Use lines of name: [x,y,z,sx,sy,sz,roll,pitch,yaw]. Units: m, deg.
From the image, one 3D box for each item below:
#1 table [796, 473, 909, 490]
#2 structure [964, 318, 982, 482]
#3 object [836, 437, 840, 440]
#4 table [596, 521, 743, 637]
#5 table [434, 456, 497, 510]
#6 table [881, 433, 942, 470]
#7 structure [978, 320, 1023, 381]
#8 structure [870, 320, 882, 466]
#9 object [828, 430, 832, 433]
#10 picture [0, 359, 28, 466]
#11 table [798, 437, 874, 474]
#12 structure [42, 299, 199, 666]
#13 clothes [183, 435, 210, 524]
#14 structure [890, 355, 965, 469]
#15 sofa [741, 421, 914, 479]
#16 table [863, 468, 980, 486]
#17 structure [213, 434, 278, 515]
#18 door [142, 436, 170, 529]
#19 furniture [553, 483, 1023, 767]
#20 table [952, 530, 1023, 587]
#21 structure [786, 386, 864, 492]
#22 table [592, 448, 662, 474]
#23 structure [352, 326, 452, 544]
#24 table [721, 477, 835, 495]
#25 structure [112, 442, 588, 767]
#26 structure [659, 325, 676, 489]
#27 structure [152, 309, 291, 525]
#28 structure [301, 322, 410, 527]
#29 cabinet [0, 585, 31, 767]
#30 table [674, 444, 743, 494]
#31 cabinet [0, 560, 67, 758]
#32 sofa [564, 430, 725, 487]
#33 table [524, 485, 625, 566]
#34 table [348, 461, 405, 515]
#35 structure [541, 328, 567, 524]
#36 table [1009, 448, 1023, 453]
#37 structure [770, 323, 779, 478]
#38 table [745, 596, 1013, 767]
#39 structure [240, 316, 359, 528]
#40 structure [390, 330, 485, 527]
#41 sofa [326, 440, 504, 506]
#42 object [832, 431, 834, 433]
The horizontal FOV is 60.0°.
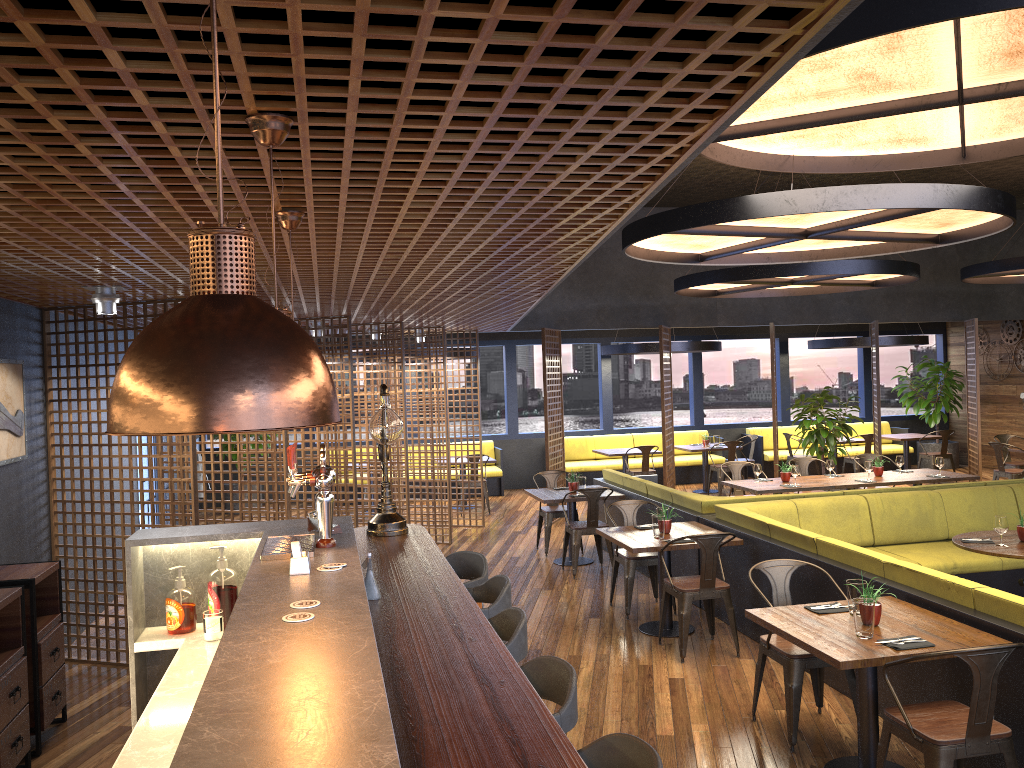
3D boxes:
table: [3.851,1.460,10.104,0.906,0.763,0.887,-2,1,-12]
structure: [7.250,0.336,13.940,0.050,2.700,0.852,-2,1,18]
object: [5.566,0.875,15.173,0.102,0.178,0.102,-2,1,-26]
table: [1.244,1.580,7.101,0.887,0.763,0.906,-2,1,-12]
table: [-0.751,1.569,14.011,0.887,0.763,0.906,-2,1,-12]
table: [6.973,1.295,15.642,0.887,0.763,0.906,-2,1,-12]
structure: [9.046,-0.653,16.389,0.058,1.178,1.791,-2,1,-12]
structure: [5.588,0.395,13.589,0.050,2.700,0.852,-2,1,18]
object: [5.587,0.870,15.532,0.102,0.178,0.102,-2,1,-26]
picture: [-3.331,0.182,5.755,0.028,0.697,1.039,-2,1,-12]
table: [5.605,1.344,15.357,0.906,0.763,0.887,-2,1,-12]
structure: [-2.916,0.754,6.621,1.319,2.700,0.050,-2,1,18]
clothes: [-4.687,1.342,13.142,0.401,1.494,0.423,-2,1,-16]
structure: [8.133,0.530,17.062,1.493,2.184,1.272,-2,1,-12]
sofa: [5.978,1.240,16.774,3.061,0.914,0.966,-2,1,-12]
table: [4.734,1.429,10.295,0.906,0.763,0.887,-2,1,-12]
structure: [-4.379,1.185,14.505,1.166,1.763,0.993,-2,1,-42]
door: [-4.368,0.903,10.828,0.052,2.386,2.441,-2,1,-12]
furniture: [3.883,1.415,7.241,4.895,0.914,7.462,-2,1,-17]
table: [3.699,1.507,6.302,1.007,0.760,1.007,-2,1,26]
structure: [4.423,0.914,12.680,1.166,1.763,0.993,-2,1,-42]
table: [1.889,1.475,14.568,0.887,0.763,0.906,-2,1,-12]
structure: [-1.424,0.654,11.197,1.319,2.700,0.050,-2,1,18]
table: [2.964,1.492,9.916,0.906,0.763,0.887,-2,1,-12]
structure: [-0.982,0.750,1.169,2.700,2.700,9.298,-2,1,-12]
structure: [2.263,0.513,12.887,0.050,2.700,0.852,-2,1,18]
structure: [-2.543,0.729,7.765,1.319,2.700,0.050,-2,1,18]
structure: [-1.797,0.679,10.053,1.319,2.700,0.050,-2,1,18]
cabinet: [-2.805,1.620,4.580,0.473,1.007,0.553,-2,1,-12]
table: [3.258,1.427,14.861,0.906,0.763,0.887,-2,1,-12]
cabinet: [-2.949,1.617,5.261,0.473,1.007,0.553,-2,1,-12]
sofa: [2.272,1.371,15.992,3.061,0.914,0.966,-2,1,-12]
table: [0.681,1.569,9.742,0.887,0.763,0.906,-2,1,-12]
table: [-2.120,1.618,13.722,0.887,0.763,0.906,-2,1,-12]
structure: [0.601,0.572,12.536,0.050,2.700,0.852,-2,1,18]
table: [7.730,1.305,12.494,0.887,0.763,0.906,-2,1,-12]
structure: [3.925,0.454,13.238,0.050,2.700,0.852,-2,1,18]
table: [1.802,1.591,4.460,0.887,0.763,0.906,-2,1,-12]
structure: [-2.170,0.704,8.909,1.319,2.700,0.050,-2,1,18]
structure: [-1.051,0.629,12.342,1.319,2.700,0.050,-2,1,18]
sofa: [-1.711,1.513,15.150,3.061,0.914,0.966,-2,1,-12]
object: [5.564,0.827,15.348,0.238,0.271,0.260,-2,1,10]
